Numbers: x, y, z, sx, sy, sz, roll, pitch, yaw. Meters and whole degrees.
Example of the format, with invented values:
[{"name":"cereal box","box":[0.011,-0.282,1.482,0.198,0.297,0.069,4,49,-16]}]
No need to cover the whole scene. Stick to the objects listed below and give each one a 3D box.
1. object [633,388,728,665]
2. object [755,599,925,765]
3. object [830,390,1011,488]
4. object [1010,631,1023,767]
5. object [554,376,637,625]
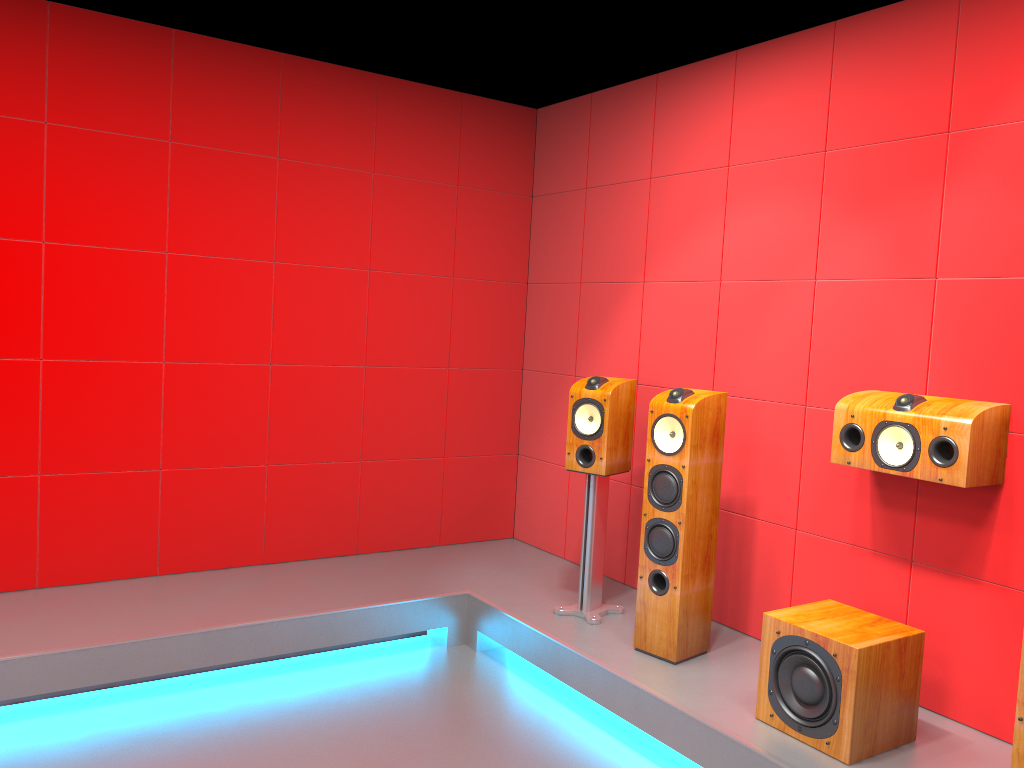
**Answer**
[{"name":"object","box":[0.659,0.539,3.491,0.238,1.052,0.203,-1,5,-44]},{"name":"object","box":[1.058,0.949,2.883,0.360,0.360,0.360,1,5,-34]},{"name":"object","box":[1.371,0.169,3.010,0.235,0.271,0.493,1,5,-34]},{"name":"object","box":[1.489,0.665,2.289,0.238,1.052,0.203,1,4,-24]},{"name":"object","box":[0.374,0.492,3.918,0.231,1.058,0.265,6,5,36]}]
